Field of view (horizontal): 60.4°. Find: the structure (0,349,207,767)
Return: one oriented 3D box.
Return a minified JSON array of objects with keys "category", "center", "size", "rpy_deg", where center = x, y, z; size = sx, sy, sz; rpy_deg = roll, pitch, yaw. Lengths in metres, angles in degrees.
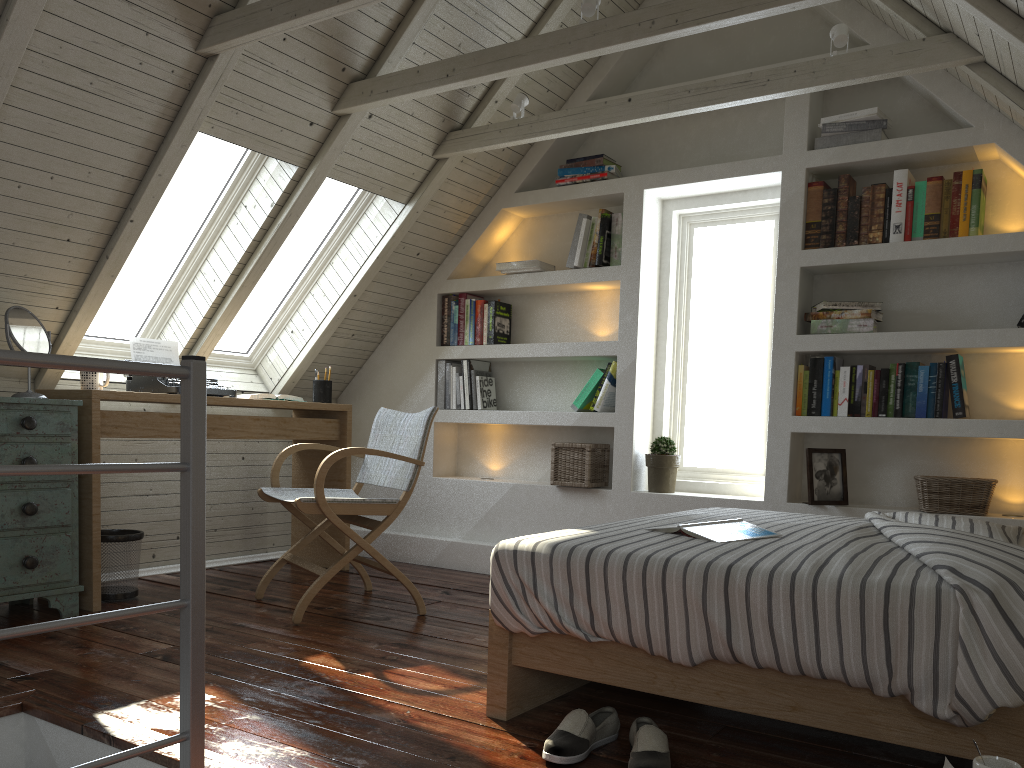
[{"category":"structure","center":[-1.368,0.402,1.179],"size":[0.834,1.002,1.638],"rpy_deg":[3,0,34]}]

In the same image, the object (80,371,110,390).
[{"category":"object","center":[-1.564,-0.024,3.302],"size":[0.108,0.101,0.082],"rpy_deg":[2,1,-16]}]

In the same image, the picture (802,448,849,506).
[{"category":"picture","center":[1.228,0.367,3.489],"size":[0.173,0.225,0.126],"rpy_deg":[1,3,-17]}]

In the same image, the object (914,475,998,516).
[{"category":"object","center":[1.651,0.415,3.285],"size":[0.282,0.135,0.177],"rpy_deg":[1,-1,24]}]

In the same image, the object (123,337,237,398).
[{"category":"object","center":[-1.368,-0.071,3.646],"size":[0.353,0.240,0.388],"rpy_deg":[1,-1,28]}]

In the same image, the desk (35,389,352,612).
[{"category":"desk","center":[-1.303,0.465,3.818],"size":[0.376,0.810,1.323],"rpy_deg":[4,0,34]}]

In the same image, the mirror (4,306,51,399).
[{"category":"mirror","center":[-1.675,-0.109,3.049],"size":[0.112,0.321,0.205],"rpy_deg":[1,2,-13]}]

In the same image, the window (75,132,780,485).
[{"category":"window","center":[-0.407,-0.303,3.669],"size":[3.091,1.384,1.397],"rpy_deg":[2,1,11]}]

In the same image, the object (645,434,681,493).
[{"category":"object","center":[0.676,0.351,3.945],"size":[0.159,0.273,0.159],"rpy_deg":[3,3,26]}]

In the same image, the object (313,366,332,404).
[{"category":"object","center":[-0.907,0.005,4.207],"size":[0.088,0.187,0.087],"rpy_deg":[2,3,-3]}]

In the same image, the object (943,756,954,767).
[{"category":"object","center":[0.694,0.602,1.303],"size":[0.154,0.047,0.158],"rpy_deg":[1,-3,24]}]

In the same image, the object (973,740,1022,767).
[{"category":"object","center":[0.759,0.577,1.259],"size":[0.081,0.100,0.184],"rpy_deg":[1,-1,-33]}]

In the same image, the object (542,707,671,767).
[{"category":"object","center":[0.234,0.772,1.920],"size":[0.284,0.091,0.274],"rpy_deg":[0,-3,31]}]

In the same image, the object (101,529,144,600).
[{"category":"object","center":[-1.564,0.707,3.449],"size":[0.223,0.254,0.223],"rpy_deg":[2,1,28]}]

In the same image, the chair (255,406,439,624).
[{"category":"chair","center":[-0.646,0.474,3.416],"size":[0.560,0.797,0.547],"rpy_deg":[1,2,-32]}]

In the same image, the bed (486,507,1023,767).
[{"category":"bed","center":[1.102,0.509,2.218],"size":[1.873,0.709,1.871],"rpy_deg":[0,-2,34]}]

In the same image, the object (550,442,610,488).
[{"category":"object","center":[0.322,0.379,4.143],"size":[0.204,0.202,0.204],"rpy_deg":[2,1,33]}]

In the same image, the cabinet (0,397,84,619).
[{"category":"cabinet","center":[-1.885,0.419,2.871],"size":[0.414,0.773,0.802],"rpy_deg":[4,2,34]}]
